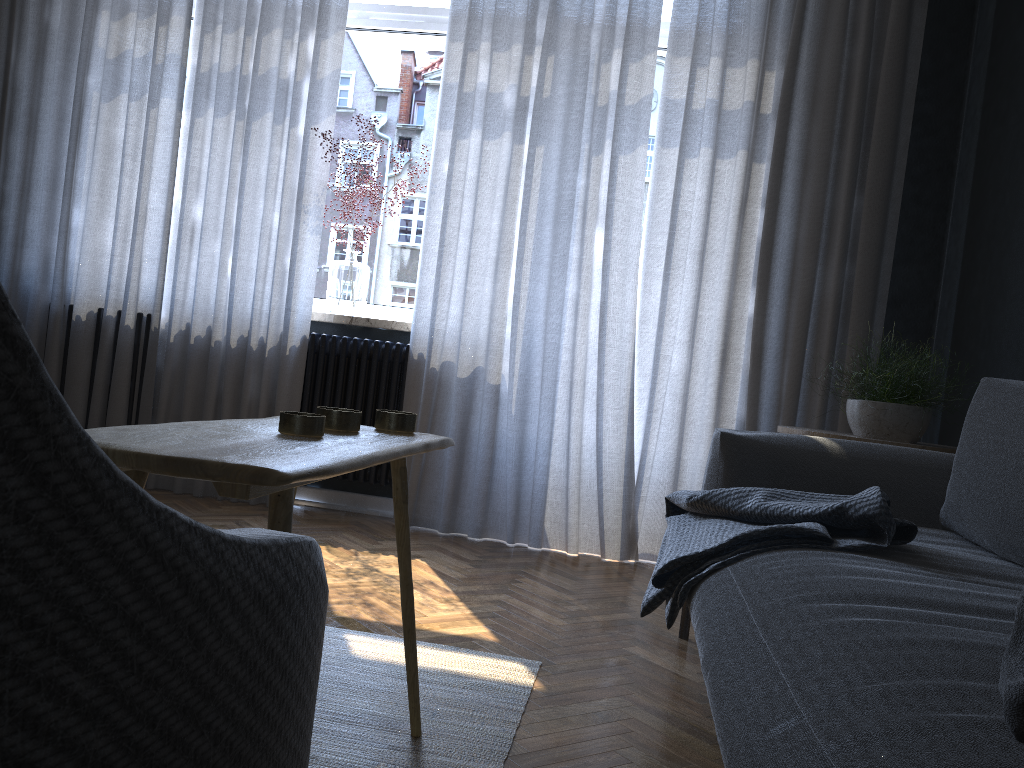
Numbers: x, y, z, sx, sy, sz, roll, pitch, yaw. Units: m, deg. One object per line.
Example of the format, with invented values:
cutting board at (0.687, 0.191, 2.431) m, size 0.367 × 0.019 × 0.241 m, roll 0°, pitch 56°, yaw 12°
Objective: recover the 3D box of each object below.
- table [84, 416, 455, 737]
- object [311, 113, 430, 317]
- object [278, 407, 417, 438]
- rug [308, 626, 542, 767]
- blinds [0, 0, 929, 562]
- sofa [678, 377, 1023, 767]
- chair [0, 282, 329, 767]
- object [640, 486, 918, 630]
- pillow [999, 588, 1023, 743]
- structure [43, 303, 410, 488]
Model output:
table at (-0.346, 0.342, 1.278) m, size 0.339 × 0.550 × 0.787 m, roll 7°, pitch 1°, yaw 8°
object at (-0.657, -0.697, 3.810) m, size 0.514 × 0.810 × 0.598 m, roll 6°, pitch 1°, yaw -17°
object at (-0.265, 0.059, 1.400) m, size 0.103 × 0.033 × 0.369 m, roll 7°, pitch 1°, yaw 19°
rug at (-0.567, 0.592, 1.176) m, size 1.003 × 0.013 × 2.011 m, roll 7°, pitch 1°, yaw 8°
blinds at (-0.407, -0.824, 3.682) m, size 3.991 × 2.790 × 0.312 m, roll 7°, pitch 1°, yaw 8°
sofa at (0.781, 0.350, 1.323) m, size 0.970 × 0.798 × 2.340 m, roll 7°, pitch 1°, yaw 8°
chair at (-0.410, 0.209, 0.345) m, size 0.645 × 0.811 × 0.494 m, roll 7°, pitch 1°, yaw -14°
object at (0.562, 0.342, 1.939) m, size 0.490 × 0.329 × 0.666 m, roll 7°, pitch 1°, yaw 13°
pillow at (0.659, 0.161, 0.711) m, size 0.442 × 0.362 × 0.798 m, roll 7°, pitch 1°, yaw 26°
structure at (-1.193, 0.042, 3.867) m, size 1.846 × 0.600 × 0.216 m, roll 7°, pitch 1°, yaw 8°
